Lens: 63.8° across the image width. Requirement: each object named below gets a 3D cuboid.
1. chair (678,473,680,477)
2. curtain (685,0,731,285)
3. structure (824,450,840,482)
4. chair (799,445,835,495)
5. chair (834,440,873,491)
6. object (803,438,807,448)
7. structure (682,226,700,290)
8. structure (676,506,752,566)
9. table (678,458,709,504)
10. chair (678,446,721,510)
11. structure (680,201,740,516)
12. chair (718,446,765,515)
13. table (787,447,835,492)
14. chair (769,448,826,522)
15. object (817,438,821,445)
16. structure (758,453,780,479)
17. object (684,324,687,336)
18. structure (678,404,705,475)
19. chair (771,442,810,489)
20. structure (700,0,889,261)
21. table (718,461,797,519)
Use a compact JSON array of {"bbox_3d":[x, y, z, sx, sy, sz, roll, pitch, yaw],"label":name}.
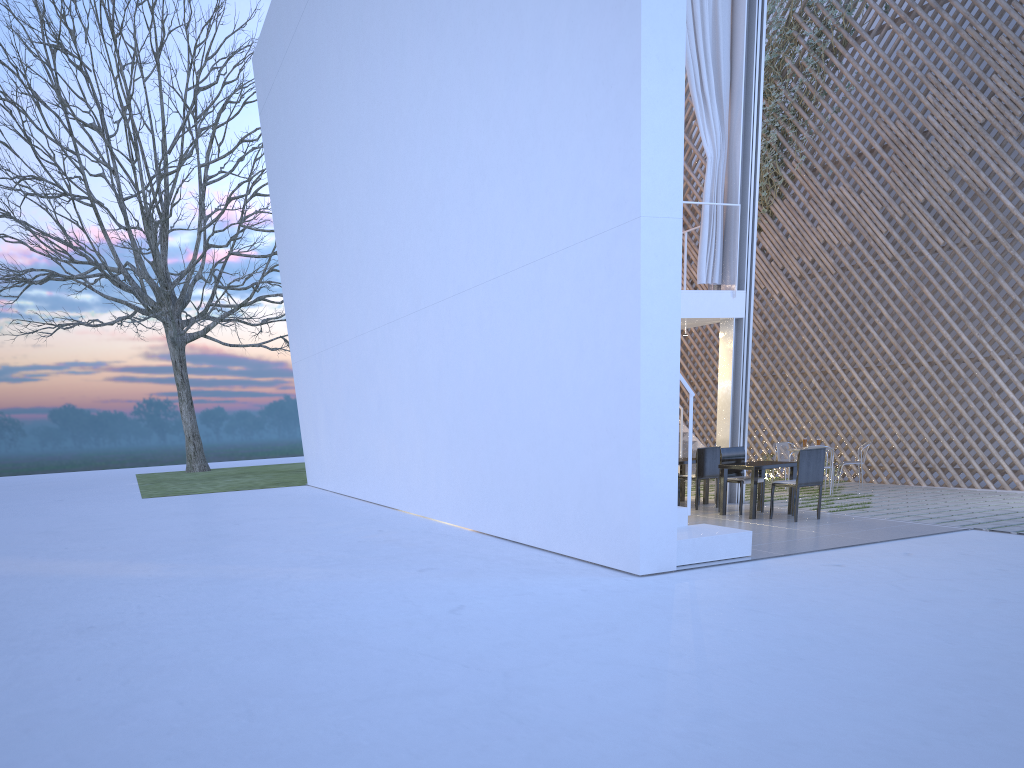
[{"bbox_3d":[1.121,0.687,6.211,0.188,0.472,0.222,-9,15,-23],"label":"chair"},{"bbox_3d":[1.140,-1.903,5.081,0.501,2.605,0.090,-10,19,-23],"label":"curtain"},{"bbox_3d":[2.695,0.704,7.186,0.284,0.348,0.305,-11,12,-38],"label":"structure"},{"bbox_3d":[2.302,0.649,6.224,0.261,0.409,0.228,2,14,21],"label":"chair"},{"bbox_3d":[2.681,0.637,6.461,0.249,0.409,0.240,1,13,16],"label":"chair"},{"bbox_3d":[2.338,0.470,6.570,0.031,0.083,0.028,3,17,21],"label":"object"},{"bbox_3d":[1.159,-0.803,6.314,0.027,0.591,1.631,-11,4,-25],"label":"structure"},{"bbox_3d":[0.675,-0.815,5.103,1.690,3.560,3.472,-9,10,-25],"label":"structure"},{"bbox_3d":[0.963,0.735,5.960,0.901,0.355,0.333,-3,8,-22],"label":"table"},{"bbox_3d":[1.312,0.662,5.804,0.188,0.472,0.222,-9,15,-23],"label":"chair"},{"bbox_3d":[1.172,-0.244,4.726,1.338,1.926,1.359,-8,12,-23],"label":"structure"},{"bbox_3d":[1.519,0.637,5.427,0.188,0.472,0.222,-9,15,-23],"label":"chair"},{"bbox_3d":[2.366,0.678,6.541,0.346,0.359,0.325,2,10,28],"label":"table"},{"bbox_3d":[1.725,0.610,4.990,0.188,0.472,0.222,-9,15,-23],"label":"chair"},{"bbox_3d":[2.379,0.461,6.389,0.031,0.083,0.028,3,17,21],"label":"object"},{"bbox_3d":[2.415,0.775,7.752,0.264,0.280,0.247,-5,9,-16],"label":"structure"},{"bbox_3d":[0.101,0.088,6.350,1.640,0.879,1.770,-4,2,-26],"label":"object"},{"bbox_3d":[1.082,-0.001,8.532,1.147,2.110,1.874,-11,12,-30],"label":"structure"},{"bbox_3d":[2.301,0.671,6.832,0.257,0.409,0.232,-8,14,-23],"label":"chair"},{"bbox_3d":[2.372,-2.261,6.884,0.713,2.930,2.254,-14,15,-33],"label":"structure"},{"bbox_3d":[1.579,0.677,5.293,0.353,0.357,0.333,-7,9,-23],"label":"table"}]
